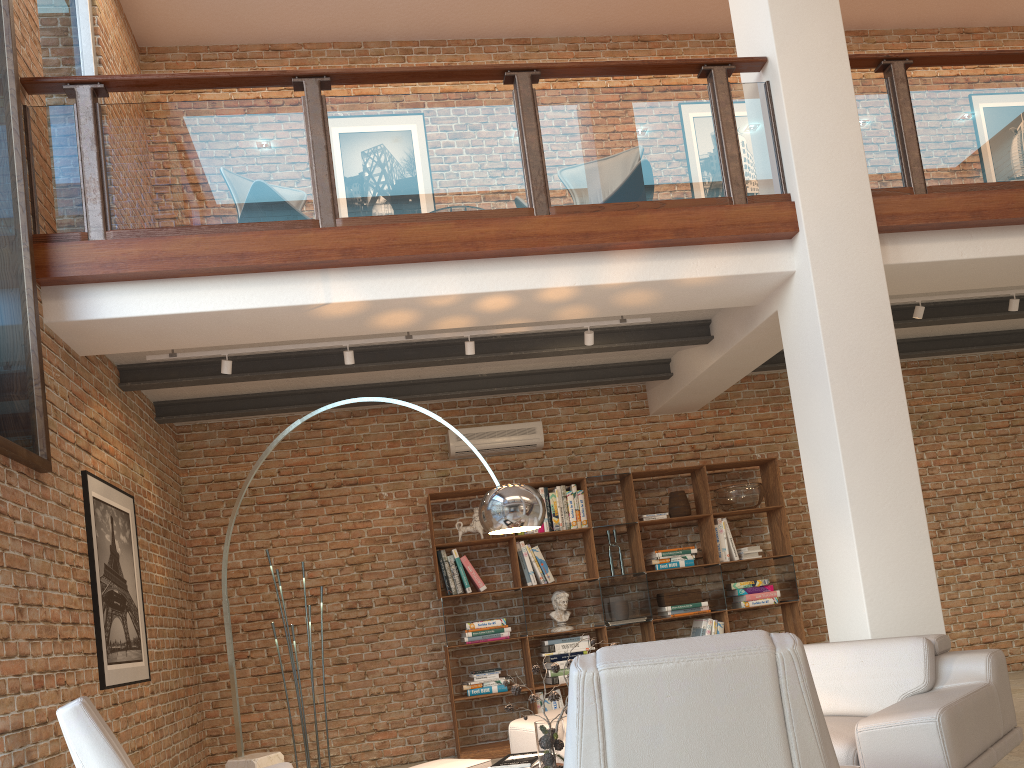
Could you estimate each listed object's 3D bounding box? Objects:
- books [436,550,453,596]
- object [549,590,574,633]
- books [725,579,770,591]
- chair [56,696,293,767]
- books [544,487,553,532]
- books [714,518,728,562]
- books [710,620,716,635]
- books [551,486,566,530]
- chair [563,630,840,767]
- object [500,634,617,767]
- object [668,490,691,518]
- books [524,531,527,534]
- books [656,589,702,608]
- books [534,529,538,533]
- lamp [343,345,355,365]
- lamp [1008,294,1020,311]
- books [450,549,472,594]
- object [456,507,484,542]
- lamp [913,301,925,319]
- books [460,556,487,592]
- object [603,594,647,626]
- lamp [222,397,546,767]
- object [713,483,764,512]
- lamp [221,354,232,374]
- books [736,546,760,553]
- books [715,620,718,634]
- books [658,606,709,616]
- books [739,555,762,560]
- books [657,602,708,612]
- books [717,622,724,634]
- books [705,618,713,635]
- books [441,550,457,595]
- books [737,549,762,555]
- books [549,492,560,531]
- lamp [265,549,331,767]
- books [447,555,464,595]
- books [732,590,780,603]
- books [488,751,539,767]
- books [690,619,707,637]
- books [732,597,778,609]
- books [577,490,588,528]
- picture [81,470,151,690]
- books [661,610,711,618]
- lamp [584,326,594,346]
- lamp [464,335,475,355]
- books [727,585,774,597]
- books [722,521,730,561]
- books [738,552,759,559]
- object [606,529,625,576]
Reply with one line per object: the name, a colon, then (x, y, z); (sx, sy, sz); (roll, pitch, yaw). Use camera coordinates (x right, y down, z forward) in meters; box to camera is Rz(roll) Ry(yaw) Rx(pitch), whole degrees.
books: (-0.570, 1.576, 7.236); (0.091, 0.374, 0.251); (-6, -8, -10)
object: (0.404, 1.910, 7.334); (0.197, 0.341, 0.198); (-8, -7, 6)
books: (2.052, 1.754, 7.616); (0.326, 0.054, 0.263); (-7, -15, 1)
chair: (-1.298, 1.733, 3.613); (0.979, 0.971, 1.061); (-3, -11, -25)
books: (0.288, 1.085, 7.414); (0.036, 0.373, 0.251); (-7, -8, -10)
books: (1.789, 1.372, 7.596); (0.036, 0.373, 0.251); (-7, -8, -10)
books: (1.682, 2.211, 7.503); (0.097, 0.345, 0.280); (-6, -9, -10)
books: (0.398, 1.079, 7.445); (0.036, 0.373, 0.251); (-7, -8, -10)
chair: (0.454, 1.100, 2.106); (1.031, 0.988, 0.996); (-9, -10, 7)
object: (0.264, 1.315, 3.525); (0.541, 0.591, 0.325); (0, -10, -38)
object: (1.440, 1.044, 7.524); (0.197, 0.226, 0.195); (-15, -12, 37)
books: (0.076, 1.119, 7.388); (0.020, 0.349, 0.280); (-7, -9, -10)
books: (1.436, 1.841, 7.495); (0.334, 0.115, 0.220); (-5, -13, -9)
books: (0.160, 1.095, 7.389); (0.036, 0.373, 0.251); (-7, -8, -10)
lamp: (-0.994, -0.174, 5.312); (0.060, 0.118, 0.088); (-6, -9, -8)
lamp: (3.460, -0.553, 6.012); (0.060, 0.125, 0.088); (-7, -8, -8)
books: (-0.427, 1.564, 7.253); (0.121, 0.371, 0.251); (-6, -8, -10)
object: (-0.344, 1.168, 7.254); (0.251, 0.276, 0.133); (-7, -7, -1)
lamp: (2.751, -0.493, 5.898); (0.059, 0.125, 0.088); (-2, -10, -39)
books: (-0.336, 1.593, 7.288); (0.194, 0.310, 0.262); (-6, -9, -10)
object: (0.930, 1.914, 7.384); (0.335, 0.226, 0.293); (-5, -11, -9)
lamp: (-0.695, 1.214, 4.481); (2.063, 2.289, 0.321); (-12, -7, 27)
object: (1.998, 1.013, 7.654); (0.447, 0.213, 0.440); (-15, -15, 31)
lamp: (-1.702, -0.110, 5.198); (0.059, 0.125, 0.088); (-2, -10, -39)
books: (2.058, 1.449, 7.625); (0.132, 0.033, 0.213); (-2, -16, -19)
books: (1.702, 2.214, 7.515); (0.097, 0.345, 0.280); (-6, -9, -10)
books: (1.472, 1.957, 7.515); (0.378, 0.035, 0.253); (-4, -15, -14)
books: (2.074, 1.529, 7.634); (0.171, 0.018, 0.244); (-7, -15, -2)
books: (1.458, 1.913, 7.482); (0.378, 0.035, 0.253); (-5, -15, -10)
books: (1.748, 2.214, 7.507); (0.116, 0.325, 0.262); (-6, -9, -10)
books: (1.631, 2.204, 7.486); (0.161, 0.363, 0.251); (-6, -8, -10)
books: (-0.534, 1.575, 7.249); (0.091, 0.374, 0.251); (-6, -8, -10)
books: (2.068, 1.475, 7.628); (0.170, 0.018, 0.244); (-6, -15, -6)
books: (0.339, 1.103, 7.404); (0.055, 0.321, 0.262); (-7, -9, -10)
lamp: (-1.527, 2.091, 6.344); (0.416, 1.773, 0.204); (-3, -7, -40)
books: (-0.483, 1.601, 7.274); (0.102, 0.325, 0.262); (-6, -9, -10)
books: (2.129, 1.854, 7.606); (0.325, 0.054, 0.264); (-4, -15, -14)
books: (0.021, 1.714, 3.899); (0.253, 0.072, 0.408); (-13, -16, 21)
books: (1.587, 2.215, 7.502); (0.163, 0.362, 0.251); (-6, -8, -10)
books: (2.111, 1.910, 7.597); (0.326, 0.054, 0.263); (-6, -15, -7)
books: (0.578, 1.091, 7.473); (0.055, 0.321, 0.262); (-7, -9, -10)
picture: (-2.304, 1.172, 5.107); (0.027, 1.163, 0.940); (-7, -9, -10)
books: (1.491, 1.979, 7.500); (0.354, 0.020, 0.281); (-4, -15, -11)
lamp: (0.490, -0.302, 5.556); (0.060, 0.112, 0.097); (-7, -9, -3)
lamp: (-0.263, -0.233, 5.427); (0.060, 0.125, 0.088); (-7, -8, -8)
books: (2.076, 1.807, 7.614); (0.325, 0.054, 0.263); (-5, -15, -9)
books: (1.817, 1.386, 7.609); (0.020, 0.349, 0.280); (-7, -9, -10)
books: (2.065, 1.500, 7.621); (0.132, 0.033, 0.212); (-7, -15, 0)
object: (0.872, 1.434, 7.406); (0.121, 0.389, 0.063); (-7, -5, -7)
